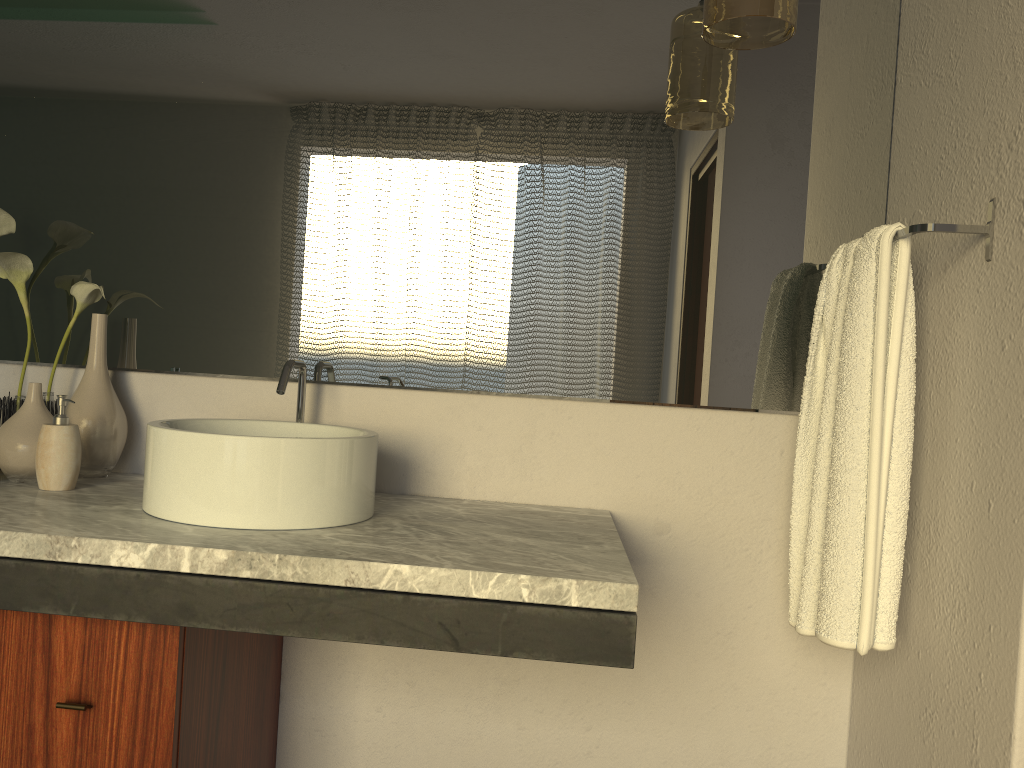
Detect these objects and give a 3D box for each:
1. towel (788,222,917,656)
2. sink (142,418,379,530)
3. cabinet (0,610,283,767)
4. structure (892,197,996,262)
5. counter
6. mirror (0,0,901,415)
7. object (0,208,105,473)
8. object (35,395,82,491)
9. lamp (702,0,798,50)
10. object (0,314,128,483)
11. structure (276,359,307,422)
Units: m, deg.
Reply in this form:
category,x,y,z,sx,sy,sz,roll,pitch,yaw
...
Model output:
category,x,y,z,sx,sy,sz,roll,pitch,yaw
towel,0.521,0.084,1.364,0.164,0.636,0.253,4,1,22
sink,-0.395,0.134,1.410,0.352,0.131,0.362,3,1,-18
cabinet,-0.786,0.573,1.476,0.662,0.599,0.510,4,1,5
structure,0.602,-0.210,1.363,0.103,0.088,0.368,4,1,3
counter,-0.965,0.214,1.453,2.269,0.101,0.584,4,1,5
mirror,-1.357,-0.642,1.771,4.098,1.152,0.017,4,1,6
object,-0.878,-0.084,1.640,0.240,0.504,0.191,3,1,-18
object,-0.758,0.097,1.484,0.070,0.158,0.071,3,1,-13
lamp,0.390,-0.970,1.353,0.135,0.867,0.142,3,1,-43
object,-0.807,0.021,1.602,0.123,0.305,0.234,4,1,30
structure,-0.412,0.076,1.576,0.066,0.242,0.163,4,1,7
